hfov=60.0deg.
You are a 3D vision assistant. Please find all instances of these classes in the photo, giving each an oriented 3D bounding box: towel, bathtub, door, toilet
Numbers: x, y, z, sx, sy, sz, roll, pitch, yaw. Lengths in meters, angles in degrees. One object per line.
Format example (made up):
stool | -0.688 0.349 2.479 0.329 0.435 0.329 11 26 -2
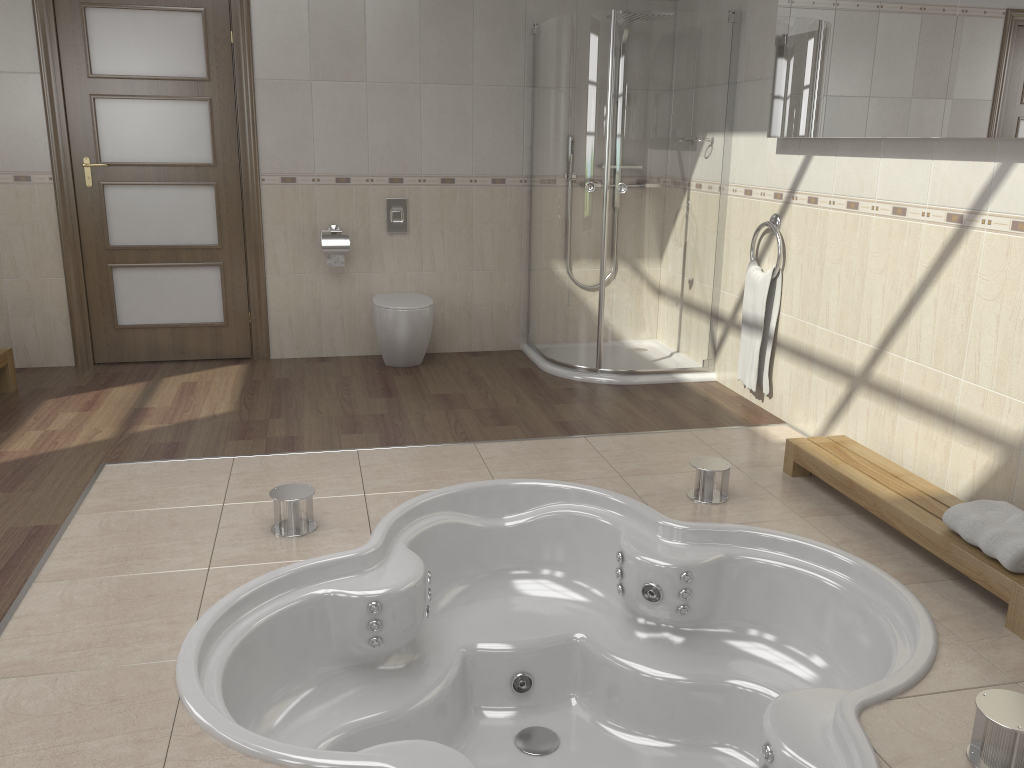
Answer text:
towel | 1.447 0.436 2.581 0.233 0.099 0.331 -1 15 -8
bathtub | 0.156 0.954 2.529 1.754 0.674 1.751 10 18 31
door | -1.947 -1.117 4.891 0.861 2.026 0.102 -3 16 -15
towel | 1.203 -0.280 4.338 0.083 0.635 0.280 -2 16 -12
toilet | -0.630 -0.298 5.126 0.337 0.388 0.519 -3 16 -12

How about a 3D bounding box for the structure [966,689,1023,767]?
structure | 1.057 0.749 1.882 0.150 0.131 0.150 0 15 -3

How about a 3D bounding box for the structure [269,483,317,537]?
structure | -0.733 0.422 2.972 0.150 0.131 0.150 15 20 41

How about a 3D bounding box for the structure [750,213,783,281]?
structure | 1.228 -0.651 4.248 0.051 0.332 0.291 -3 16 -12

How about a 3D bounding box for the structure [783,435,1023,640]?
structure | 1.360 0.447 2.987 0.260 0.140 1.280 -3 16 -12

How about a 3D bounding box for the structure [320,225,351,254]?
structure | -1.009 -0.829 5.083 0.170 0.151 0.154 -3 16 -12

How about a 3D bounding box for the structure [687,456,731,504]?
structure | 0.731 0.357 3.293 0.150 0.131 0.150 -6 17 -22

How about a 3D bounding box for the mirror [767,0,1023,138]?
mirror | 1.576 -0.959 2.334 0.005 0.600 3.600 -3 16 -12

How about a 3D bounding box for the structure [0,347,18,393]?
structure | -2.752 0.118 3.801 0.620 0.220 1.450 -1 15 -8

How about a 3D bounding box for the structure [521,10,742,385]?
structure | 0.611 -1.040 5.001 0.900 1.917 0.900 -3 16 -12

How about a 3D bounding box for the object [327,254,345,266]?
object | -1.012 -0.753 5.079 0.098 0.151 0.090 -3 16 -12

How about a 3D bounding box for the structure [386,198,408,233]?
structure | -0.674 -0.984 5.194 0.120 0.200 0.010 -3 16 -12
